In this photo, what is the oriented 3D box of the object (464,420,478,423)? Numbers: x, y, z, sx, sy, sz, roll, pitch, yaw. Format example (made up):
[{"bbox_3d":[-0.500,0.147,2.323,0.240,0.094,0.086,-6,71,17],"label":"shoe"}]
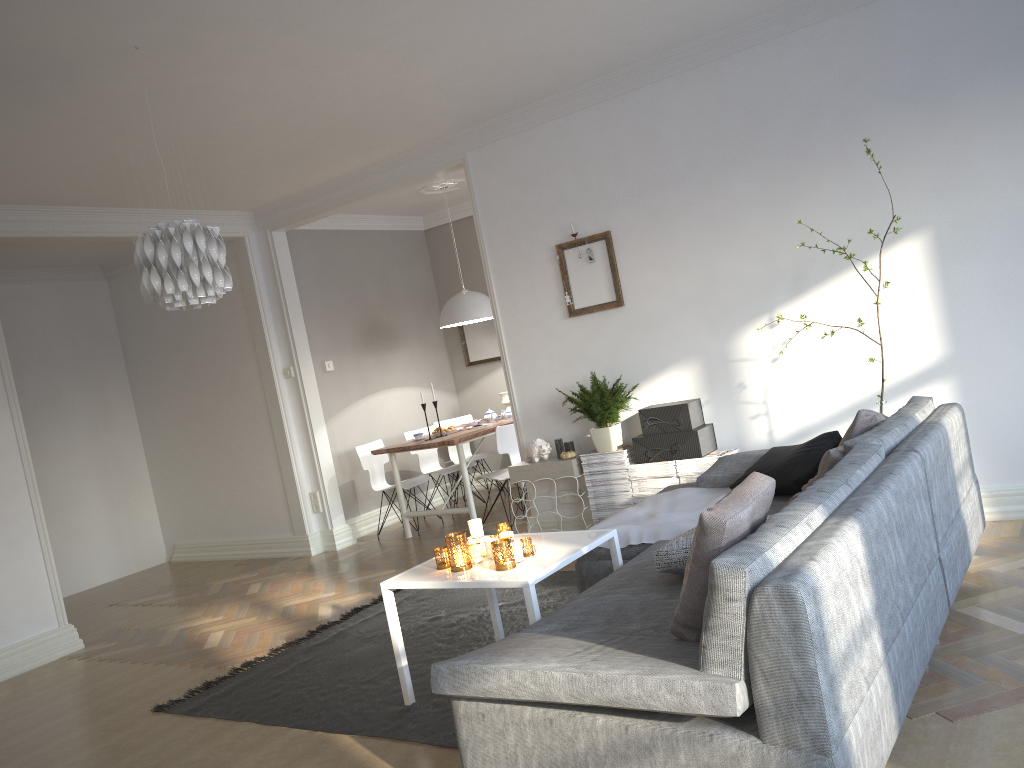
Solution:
[{"bbox_3d":[-0.351,0.340,7.649,0.129,0.038,0.129,-9,3,40],"label":"object"}]

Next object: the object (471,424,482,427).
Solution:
[{"bbox_3d":[-0.290,0.348,7.295,0.100,0.025,0.066,-11,2,12],"label":"object"}]

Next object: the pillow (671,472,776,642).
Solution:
[{"bbox_3d":[0.593,0.479,2.477,0.242,0.390,0.425,-9,3,35],"label":"pillow"}]

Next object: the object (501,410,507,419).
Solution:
[{"bbox_3d":[-0.060,0.258,7.641,0.072,0.086,0.086,-11,2,0],"label":"object"}]

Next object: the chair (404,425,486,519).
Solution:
[{"bbox_3d":[-0.599,0.763,7.876,0.479,0.786,0.431,-9,4,45],"label":"chair"}]

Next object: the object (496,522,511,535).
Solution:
[{"bbox_3d":[-0.031,0.640,3.805,0.060,0.079,0.060,-10,3,29],"label":"object"}]

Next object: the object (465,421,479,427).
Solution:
[{"bbox_3d":[-0.336,0.342,7.481,0.129,0.038,0.129,-10,2,35],"label":"object"}]

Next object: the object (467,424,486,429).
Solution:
[{"bbox_3d":[-0.289,0.352,7.307,0.180,0.014,0.179,-11,2,0],"label":"object"}]

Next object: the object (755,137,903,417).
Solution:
[{"bbox_3d":[1.594,-0.322,4.364,0.775,1.676,0.339,-11,3,-6],"label":"object"}]

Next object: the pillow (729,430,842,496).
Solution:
[{"bbox_3d":[1.258,0.376,4.068,0.401,0.248,0.421,-13,3,-35],"label":"pillow"}]

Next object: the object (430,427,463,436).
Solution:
[{"bbox_3d":[-0.538,0.397,7.322,0.287,0.020,0.286,-10,2,22],"label":"object"}]

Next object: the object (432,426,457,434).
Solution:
[{"bbox_3d":[-0.567,0.376,7.324,0.198,0.063,0.188,-11,2,5],"label":"object"}]

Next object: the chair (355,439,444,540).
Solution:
[{"bbox_3d":[-0.944,0.847,7.391,0.479,0.786,0.431,-10,3,25],"label":"chair"}]

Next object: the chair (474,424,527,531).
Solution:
[{"bbox_3d":[-0.009,0.684,6.792,0.431,0.786,0.479,-13,3,-35],"label":"chair"}]

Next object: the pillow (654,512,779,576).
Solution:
[{"bbox_3d":[0.705,0.549,2.981,0.406,0.194,0.404,-10,2,21],"label":"pillow"}]

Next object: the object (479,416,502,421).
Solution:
[{"bbox_3d":[-0.190,0.307,7.814,0.201,0.022,0.194,-12,2,-35],"label":"object"}]

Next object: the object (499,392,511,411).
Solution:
[{"bbox_3d":[0.036,0.139,8.427,0.310,0.228,0.172,-12,3,-12],"label":"object"}]

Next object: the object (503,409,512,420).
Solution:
[{"bbox_3d":[-0.031,0.256,7.545,0.090,0.086,0.090,-12,2,-10],"label":"object"}]

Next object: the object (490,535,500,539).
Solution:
[{"bbox_3d":[-0.066,0.661,3.691,0.052,0.058,0.050,-11,2,4],"label":"object"}]

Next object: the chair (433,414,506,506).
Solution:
[{"bbox_3d":[-0.415,0.707,8.432,0.431,0.786,0.479,-12,3,-24],"label":"chair"}]

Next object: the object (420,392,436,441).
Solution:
[{"bbox_3d":[-0.682,0.245,7.002,0.095,0.397,0.095,-9,3,30],"label":"object"}]

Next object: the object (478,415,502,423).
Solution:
[{"bbox_3d":[-0.189,0.312,7.809,0.287,0.020,0.287,-11,2,7],"label":"object"}]

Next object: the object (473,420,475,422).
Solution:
[{"bbox_3d":[-0.327,0.315,7.649,0.020,0.003,0.194,-11,2,2],"label":"object"}]

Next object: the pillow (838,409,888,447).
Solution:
[{"bbox_3d":[1.485,0.293,3.792,0.324,0.403,0.429,-10,3,22],"label":"pillow"}]

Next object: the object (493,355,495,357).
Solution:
[{"bbox_3d":[0.182,-0.164,8.224,0.698,0.782,0.351,-10,3,17],"label":"object"}]

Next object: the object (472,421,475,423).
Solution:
[{"bbox_3d":[-0.338,0.342,7.481,0.085,0.039,0.082,-11,2,0],"label":"object"}]

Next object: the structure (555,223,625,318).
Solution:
[{"bbox_3d":[0.468,-0.732,5.536,0.399,0.575,0.053,-9,3,32],"label":"structure"}]

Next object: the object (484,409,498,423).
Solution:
[{"bbox_3d":[-0.183,0.269,7.562,0.144,0.119,0.124,-9,3,39],"label":"object"}]

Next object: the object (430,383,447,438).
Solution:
[{"bbox_3d":[-0.604,0.200,7.069,0.095,0.449,0.095,-9,3,30],"label":"object"}]

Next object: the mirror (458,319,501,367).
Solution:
[{"bbox_3d":[-0.304,-0.482,8.689,0.474,0.558,0.051,-9,3,35],"label":"mirror"}]

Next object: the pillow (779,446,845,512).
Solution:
[{"bbox_3d":[1.227,0.384,3.500,0.337,0.311,0.414,-9,3,40],"label":"pillow"}]
